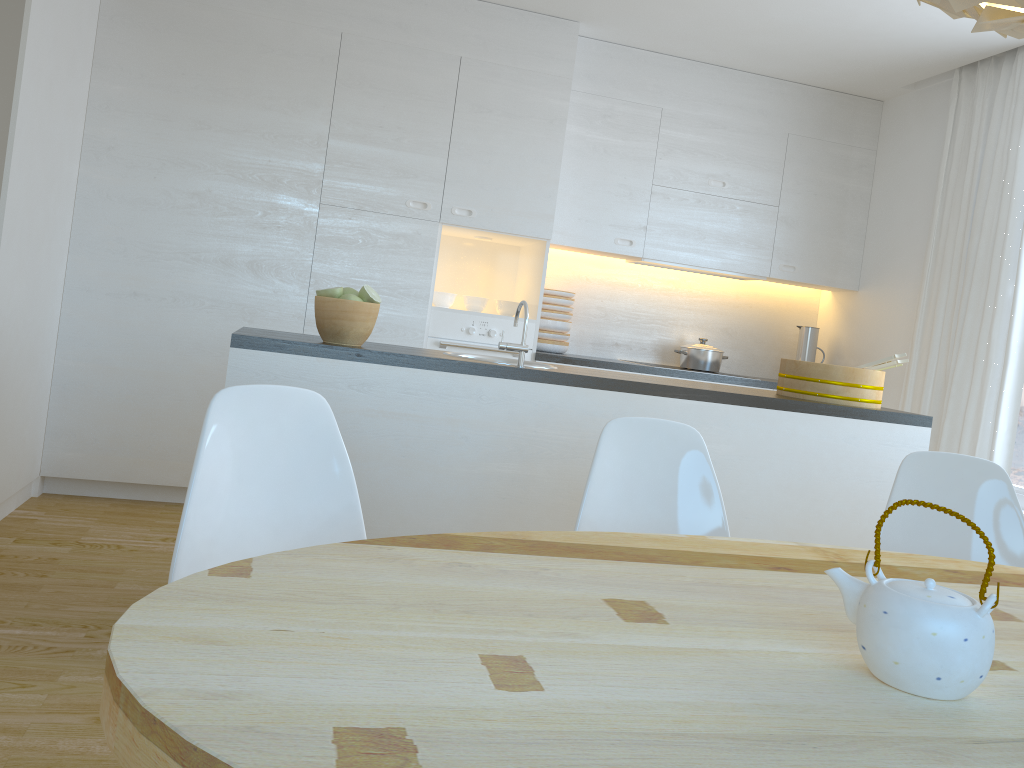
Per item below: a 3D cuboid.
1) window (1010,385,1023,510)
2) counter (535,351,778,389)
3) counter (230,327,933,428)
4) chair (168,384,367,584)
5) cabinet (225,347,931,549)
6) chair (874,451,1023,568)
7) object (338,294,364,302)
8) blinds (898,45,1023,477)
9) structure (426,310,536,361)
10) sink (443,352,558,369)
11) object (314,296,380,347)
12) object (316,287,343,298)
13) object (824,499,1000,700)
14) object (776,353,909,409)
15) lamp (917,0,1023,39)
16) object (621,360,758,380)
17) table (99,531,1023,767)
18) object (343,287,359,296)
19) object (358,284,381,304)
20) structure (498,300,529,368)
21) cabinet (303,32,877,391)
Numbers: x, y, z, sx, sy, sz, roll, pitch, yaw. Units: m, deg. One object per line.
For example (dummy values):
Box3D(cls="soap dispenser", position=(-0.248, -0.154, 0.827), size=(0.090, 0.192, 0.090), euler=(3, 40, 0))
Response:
Box3D(cls="window", position=(2.734, -0.278, 3.103), size=(0.088, 1.916, 2.737), euler=(7, 3, -14))
Box3D(cls="counter", position=(1.019, -0.064, 5.191), size=(1.996, 0.040, 0.602), euler=(6, 4, -14))
Box3D(cls="counter", position=(0.268, -0.024, 3.149), size=(2.396, 0.040, 0.603), euler=(6, 4, -14))
Box3D(cls="chair", position=(-0.361, 0.483, 1.588), size=(0.428, 0.901, 0.525), euler=(7, 1, -44))
Box3D(cls="cabinet", position=(0.206, 0.447, 3.151), size=(2.396, 0.910, 0.602), euler=(7, 2, -14))
Box3D(cls="chair", position=(1.056, 0.639, 2.026), size=(0.430, 0.901, 0.523), euler=(8, 1, 6))
Box3D(cls="object", position=(-0.505, -0.240, 2.778), size=(0.082, 0.085, 0.097), euler=(9, 3, 41))
Box3D(cls="blinds", position=(2.249, -0.611, 4.365), size=(0.150, 2.159, 0.797), euler=(7, 1, -15))
Box3D(cls="structure", position=(-0.181, -0.053, 4.601), size=(0.559, 0.596, 0.049), euler=(7, 0, -14))
Box3D(cls="sink", position=(-0.050, -0.009, 3.107), size=(0.406, 0.157, 0.403), euler=(9, 4, 28))
Box3D(cls="object", position=(-0.530, -0.197, 2.809), size=(0.206, 0.142, 0.205), euler=(9, 3, 37))
Box3D(cls="object", position=(-0.577, -0.279, 2.788), size=(0.084, 0.065, 0.086), euler=(7, 3, -2))
Box3D(cls="object", position=(0.486, 0.245, 1.054), size=(0.147, 0.211, 0.178), euler=(7, 2, -15))
Box3D(cls="object", position=(1.233, -0.038, 3.345), size=(0.430, 0.214, 0.378), euler=(8, 3, 14))
Box3D(cls="lamp", position=(0.826, -1.039, 1.219), size=(0.638, 1.134, 0.649), euler=(7, 1, -15))
Box3D(cls="object", position=(1.024, -0.082, 5.195), size=(0.653, 0.013, 0.564), euler=(6, 4, -14))
Box3D(cls="table", position=(0.600, 0.724, 1.169), size=(2.185, 0.725, 1.198), euler=(6, 3, -15))
Box3D(cls="object", position=(-0.522, -0.262, 2.856), size=(0.102, 0.098, 0.086), euler=(8, 2, 7))
Box3D(cls="object", position=(-0.452, -0.280, 2.822), size=(0.074, 0.071, 0.077), euler=(8, 2, 11))
Box3D(cls="structure", position=(-0.004, -0.171, 2.897), size=(0.096, 0.215, 0.163), euler=(7, 2, -14))
Box3D(cls="cabinet", position=(0.498, -0.441, 4.985), size=(3.195, 2.300, 0.482), euler=(7, 1, -14))
